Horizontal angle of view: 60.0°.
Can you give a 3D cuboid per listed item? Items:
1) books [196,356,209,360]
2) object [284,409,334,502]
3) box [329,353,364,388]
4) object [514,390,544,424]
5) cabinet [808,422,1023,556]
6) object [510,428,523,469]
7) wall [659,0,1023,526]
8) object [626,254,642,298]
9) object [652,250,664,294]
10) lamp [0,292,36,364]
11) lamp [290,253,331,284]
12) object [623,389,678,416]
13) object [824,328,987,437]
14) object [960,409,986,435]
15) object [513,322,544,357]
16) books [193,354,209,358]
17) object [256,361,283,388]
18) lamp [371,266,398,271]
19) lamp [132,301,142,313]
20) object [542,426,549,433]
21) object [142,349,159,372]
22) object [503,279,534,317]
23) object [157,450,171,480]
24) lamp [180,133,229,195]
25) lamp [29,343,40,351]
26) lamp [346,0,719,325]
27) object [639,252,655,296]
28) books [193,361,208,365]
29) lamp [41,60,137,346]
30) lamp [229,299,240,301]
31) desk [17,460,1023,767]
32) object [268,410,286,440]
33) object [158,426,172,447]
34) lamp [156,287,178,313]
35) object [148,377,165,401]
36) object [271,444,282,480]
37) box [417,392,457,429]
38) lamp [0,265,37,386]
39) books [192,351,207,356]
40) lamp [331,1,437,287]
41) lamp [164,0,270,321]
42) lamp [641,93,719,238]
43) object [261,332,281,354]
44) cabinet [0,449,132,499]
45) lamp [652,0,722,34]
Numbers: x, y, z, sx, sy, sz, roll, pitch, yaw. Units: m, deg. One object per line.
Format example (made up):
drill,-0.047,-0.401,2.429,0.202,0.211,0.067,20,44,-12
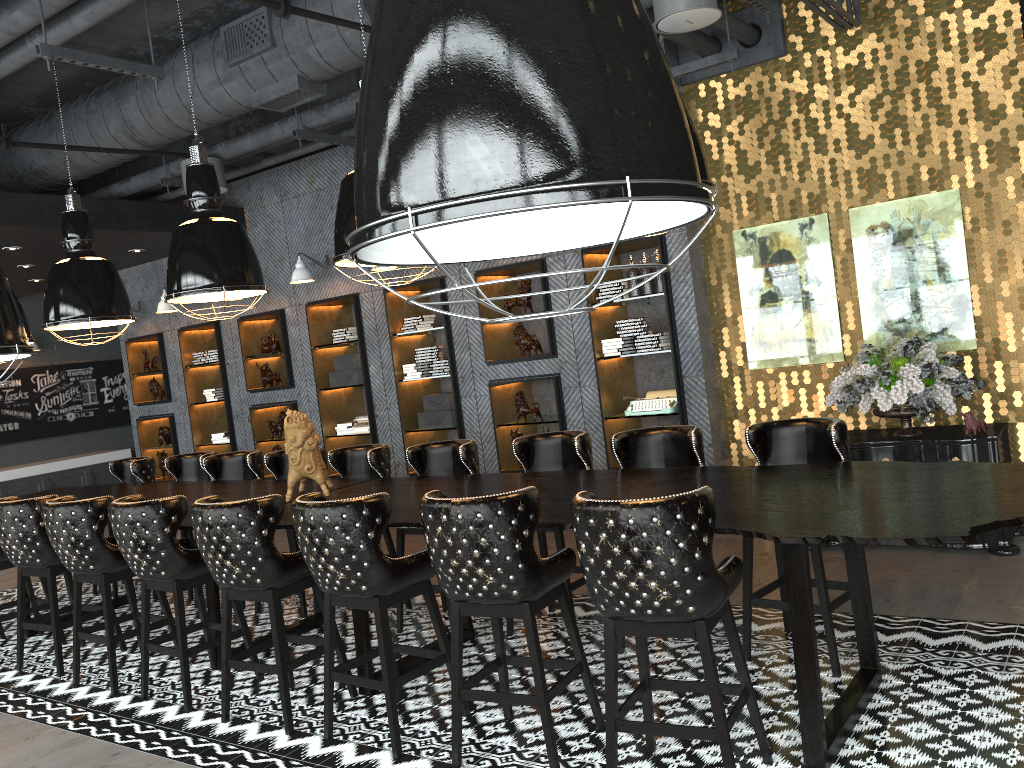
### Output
books,-3.588,-0.315,10.492,0.245,0.028,0.194,-5,3,42
object,-1.209,0.400,5.249,0.249,0.545,0.475,-7,2,-2
box,-1.675,-0.145,9.133,0.419,0.315,0.298,-6,2,35
object,0.135,0.195,7.754,0.256,0.294,0.135,-5,3,43
cabinet,2.600,0.705,5.944,1.385,0.738,0.710,-6,2,35
object,0.119,0.570,7.879,0.266,0.359,0.168,-6,2,28
wall,2.379,-1.095,6.352,2.444,4.381,0.025,-6,2,35
object,0.971,-0.864,7.097,0.109,0.349,0.109,-8,2,-10
object,1.158,-0.882,6.963,0.109,0.349,0.109,-7,2,5
lamp,-4.308,-1.306,7.111,0.621,2.302,0.621,-8,2,-10
lamp,-1.970,-1.157,8.737,0.490,0.287,0.243,-9,3,-39
object,1.162,0.147,7.315,0.534,0.149,0.485,-6,3,34
object,2.560,0.006,5.867,0.848,0.663,0.875,-8,2,-24
object,2.889,0.230,5.550,0.173,0.164,0.082,-8,2,-30
object,0.140,-0.385,7.747,0.242,0.337,0.159,-6,2,40
books,-3.614,-0.339,10.459,0.245,0.028,0.194,-5,3,40
object,-2.642,-0.102,9.689,0.324,0.309,0.154,-6,2,40
lamp,-1.079,-1.201,8.108,0.490,0.287,0.243,-9,3,-39
lamp,-4.674,-0.870,10.662,0.490,0.287,0.243,-9,3,-39
object,0.347,0.542,7.755,0.198,0.358,0.116,-8,2,-25
object,-4.445,-0.296,10.906,0.290,0.290,0.097,-6,2,34
object,0.049,-0.762,7.772,0.292,0.325,0.152,-6,2,33
object,-4.268,0.998,10.983,0.268,0.362,0.170,-6,2,28
lamp,-2.700,-2.164,7.609,0.380,1.045,0.381,-8,2,-28
lamp,-7.268,-0.631,13.332,0.244,0.287,0.489,-9,3,-39
lamp,-0.105,-1.138,0.914,0.391,2.153,0.391,-8,2,-10
object,1.065,-0.873,7.030,0.109,0.349,0.109,-7,2,20
books,-3.604,-0.255,10.461,0.245,0.028,0.194,-5,3,39
lamp,-3.123,-1.423,6.268,0.621,2.302,0.621,-8,2,-10
lamp,-2.857,-1.044,9.371,0.490,0.287,0.243,-9,3,-39
desk,-1.141,1.118,5.151,7.590,0.927,1.434,-6,3,35
object,-2.581,0.450,9.737,0.317,0.306,0.143,-6,2,30
object,-4.301,0.644,11.023,0.126,0.249,0.253,-7,2,10
lamp,-3.796,-0.968,10.036,0.490,0.287,0.243,-9,3,-39
object,-4.359,0.066,10.933,0.236,0.329,0.155,-6,2,40
object,-2.498,0.849,9.687,0.337,0.387,0.177,-5,3,43
box,-0.698,0.254,8.512,0.419,0.315,0.323,-6,2,35
lamp,-1.311,-1.022,1.772,0.391,2.160,0.391,-8,2,-10
books,-3.617,-0.367,10.457,0.245,0.028,0.194,-6,3,32
lamp,-0.753,-1.658,4.582,0.621,2.302,0.621,-8,2,-10
lamp,-1.938,-1.541,5.425,0.621,2.302,0.621,-8,2,-10
lamp,0.433,-1.776,3.738,0.621,2.302,0.621,-8,2,-10
object,-2.644,-0.441,9.668,0.277,0.222,0.139,-6,2,35
cabinet,-6.443,1.680,9.189,6.308,0.826,8.426,-6,3,35
lamp,0.902,-2.515,4.887,0.382,1.045,0.380,-9,2,-44
